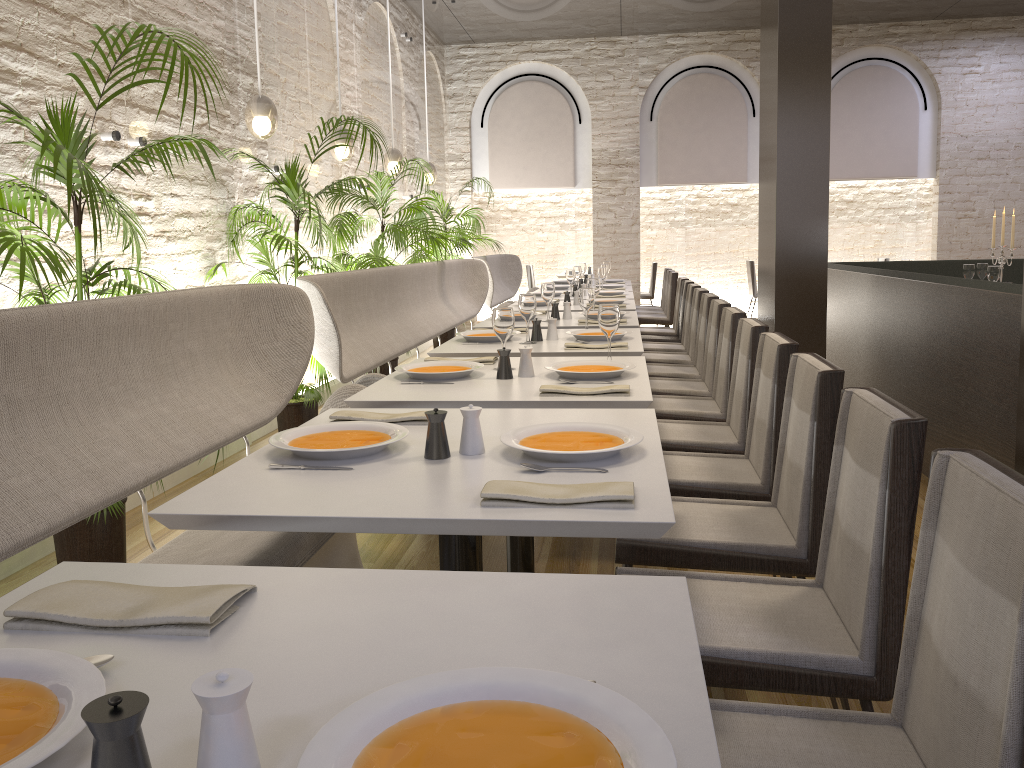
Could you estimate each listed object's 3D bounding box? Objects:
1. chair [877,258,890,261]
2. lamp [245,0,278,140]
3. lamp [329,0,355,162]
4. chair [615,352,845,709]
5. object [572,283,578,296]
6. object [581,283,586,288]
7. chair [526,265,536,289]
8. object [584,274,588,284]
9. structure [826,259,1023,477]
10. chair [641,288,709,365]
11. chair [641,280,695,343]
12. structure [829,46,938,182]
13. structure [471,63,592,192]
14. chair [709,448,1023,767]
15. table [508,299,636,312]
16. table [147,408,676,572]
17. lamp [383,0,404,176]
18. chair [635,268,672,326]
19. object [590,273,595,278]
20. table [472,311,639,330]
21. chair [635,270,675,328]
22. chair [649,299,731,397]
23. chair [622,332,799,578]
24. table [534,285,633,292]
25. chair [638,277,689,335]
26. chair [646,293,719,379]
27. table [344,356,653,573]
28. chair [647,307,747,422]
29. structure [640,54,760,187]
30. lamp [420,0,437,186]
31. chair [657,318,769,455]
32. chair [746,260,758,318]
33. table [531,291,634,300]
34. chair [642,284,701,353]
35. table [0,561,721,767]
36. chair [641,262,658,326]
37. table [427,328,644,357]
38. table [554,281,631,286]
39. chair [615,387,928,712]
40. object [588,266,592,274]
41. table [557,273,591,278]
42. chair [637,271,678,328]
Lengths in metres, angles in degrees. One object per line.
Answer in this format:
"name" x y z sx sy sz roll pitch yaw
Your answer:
"chair" 4.893 -1.289 12.297 0.565 0.901 0.414 0 7 7
"lamp" -1.386 -2.343 4.727 0.178 2.031 0.178 2 8 28
"lamp" -1.212 -2.567 6.109 0.178 2.031 0.178 -2 7 -8
"chair" 0.564 0.386 2.392 0.565 0.901 0.414 0 7 7
"object" 0.545 -0.811 7.621 0.059 0.109 0.059 5 10 42
"object" 0.620 -0.818 7.657 0.059 0.109 0.059 5 10 42
"chair" 0.501 -1.278 12.853 0.565 0.901 0.414 0 7 7
"object" 0.822 -1.169 9.832 0.059 0.109 0.059 5 10 42
"structure" 3.035 0.280 2.406 2.371 0.995 10.807 0 9 7
"chair" 0.990 -0.163 5.784 0.565 0.901 0.414 0 7 7
"chair" 1.133 -0.348 6.926 0.565 0.901 0.414 0 7 7
"structure" 4.599 -3.463 11.355 1.633 1.667 0.098 0 7 7
"structure" 0.253 -3.452 11.905 1.633 1.667 0.098 0 7 7
"chair" 0.420 0.572 1.250 0.565 0.901 0.414 0 7 7
"table" 0.452 -0.214 6.634 0.936 0.756 1.016 0 8 7
"table" -0.121 0.526 2.073 0.936 0.756 1.016 0 8 7
"lamp" -1.037 -2.793 7.504 0.178 2.031 0.178 -3 7 -14
"chair" 1.517 -0.844 9.985 0.565 0.901 0.414 0 7 7
"object" 0.898 -1.177 9.868 0.059 0.109 0.059 5 10 42
"table" 0.307 -0.027 5.480 0.936 0.756 1.016 0 8 7
"chair" 1.446 -0.752 9.416 0.565 0.901 0.414 0 7 7
"chair" 0.847 0.021 4.646 0.565 0.901 0.414 0 7 7
"chair" 0.634 0.296 2.951 0.565 0.901 0.414 0 7 7
"table" 0.727 -0.569 8.823 0.936 0.756 1.016 0 8 7
"chair" 1.202 -0.438 7.475 0.565 0.901 0.414 0 7 7
"chair" 0.916 -0.069 5.201 0.565 0.901 0.414 0 7 7
"table" 0.019 0.345 3.189 0.936 0.756 1.016 0 8 7
"chair" 0.777 0.111 4.093 0.565 0.901 0.414 0 7 7
"structure" 2.496 -3.458 11.621 1.633 1.667 0.098 0 7 7
"lamp" -0.865 -3.015 8.872 0.178 2.031 0.178 -3 7 -14
"chair" 0.704 0.206 3.508 0.565 0.901 0.414 0 7 7
"chair" 3.592 -1.286 12.462 0.565 0.901 0.414 0 7 7
"table" 0.590 -0.392 7.736 0.936 0.756 1.016 0 8 7
"chair" 1.060 -0.254 6.345 0.565 0.901 0.414 0 7 7
"table" -0.276 0.725 0.840 0.936 0.756 1.016 0 8 7
"chair" 1.802 -1.281 12.688 0.565 0.901 0.414 0 7 7
"table" 0.163 0.159 4.336 0.936 0.756 1.016 0 8 7
"table" 0.868 -0.751 9.946 0.936 0.756 1.016 0 8 7
"chair" 0.490 0.481 1.807 0.565 0.901 0.414 0 7 7
"object" 1.111 -1.627 12.669 0.059 0.109 0.060 0 7 9
"table" 1.156 -1.209 12.783 0.936 0.756 1.016 0 8 7
"chair" 1.376 -0.663 8.864 0.565 0.901 0.414 0 7 7
